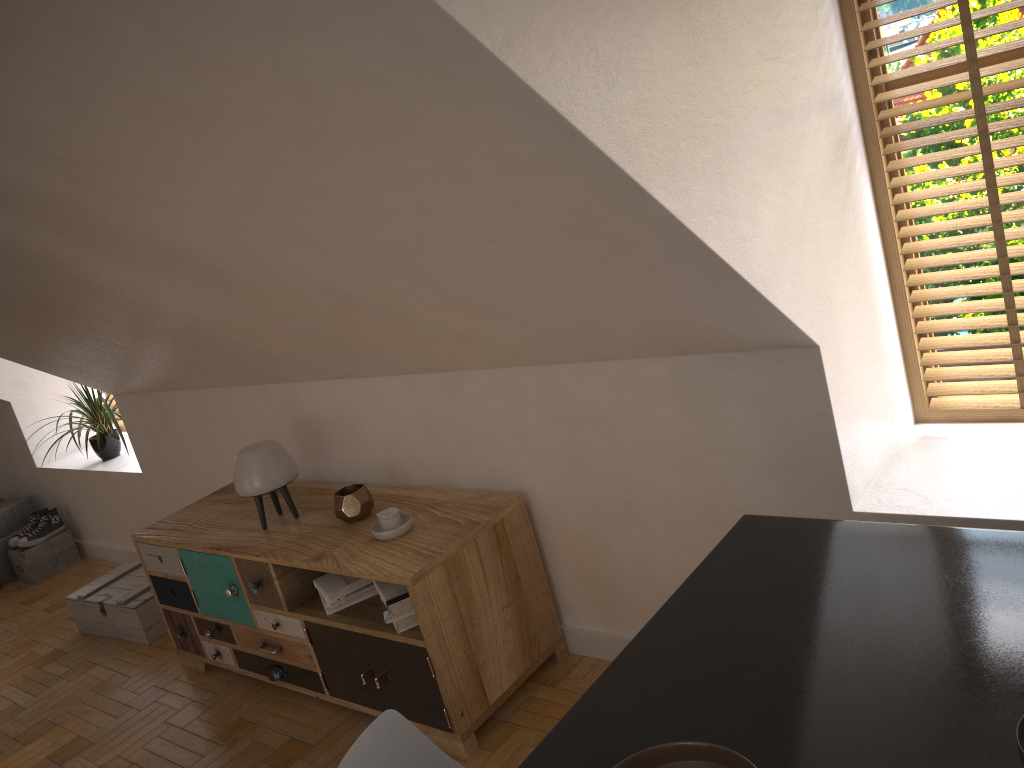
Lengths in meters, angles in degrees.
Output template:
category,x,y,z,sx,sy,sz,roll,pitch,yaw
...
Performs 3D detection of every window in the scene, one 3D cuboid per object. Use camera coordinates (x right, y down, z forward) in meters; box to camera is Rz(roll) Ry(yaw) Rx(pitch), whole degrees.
category,x,y,z,sx,sy,sz,roll,pitch,yaw
window,-2.840,0.185,0.330,7.771,4.429,8.719,-4,18,41

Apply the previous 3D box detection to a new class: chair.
category,x,y,z,sx,sy,sz,roll,pitch,yaw
chair,0.030,0.990,1.485,0.429,0.859,0.408,-12,13,15

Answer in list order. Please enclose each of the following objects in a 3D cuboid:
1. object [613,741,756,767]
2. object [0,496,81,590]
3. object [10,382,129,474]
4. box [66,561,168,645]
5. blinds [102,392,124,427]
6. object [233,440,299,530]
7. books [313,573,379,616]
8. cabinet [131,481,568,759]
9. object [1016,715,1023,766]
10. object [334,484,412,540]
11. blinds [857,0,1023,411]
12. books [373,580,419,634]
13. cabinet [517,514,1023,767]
category,x,y,z,sx,sy,sz,roll,pitch,yaw
object,0.191,0.507,0.972,0.206,0.105,0.208,-13,14,11
object,-3.454,1.073,5.815,1.153,0.425,0.704,-3,18,41
object,-2.557,0.170,5.486,1.025,0.579,0.923,-23,15,-29
box,-1.914,1.097,4.495,0.640,0.216,0.380,-5,17,36
blinds,-2.462,-0.430,5.608,1.428,1.472,0.070,-4,16,41
object,-0.938,0.386,3.410,0.243,0.310,0.241,-25,16,-37
books,-0.543,0.699,3.158,0.308,0.073,0.212,-21,15,-23
cabinet,-0.722,0.813,3.460,1.755,0.628,0.602,-3,18,41
object,0.625,0.411,0.944,0.145,0.074,0.147,-13,14,11
object,-0.500,0.445,3.119,0.149,0.113,0.426,-24,16,-31
blinds,1.570,-0.644,2.101,1.428,1.472,0.070,-4,16,41
books,-0.328,0.688,2.909,0.221,0.100,0.279,-18,14,-11
cabinet,0.211,1.004,0.682,0.998,1.126,2.462,-4,18,41
